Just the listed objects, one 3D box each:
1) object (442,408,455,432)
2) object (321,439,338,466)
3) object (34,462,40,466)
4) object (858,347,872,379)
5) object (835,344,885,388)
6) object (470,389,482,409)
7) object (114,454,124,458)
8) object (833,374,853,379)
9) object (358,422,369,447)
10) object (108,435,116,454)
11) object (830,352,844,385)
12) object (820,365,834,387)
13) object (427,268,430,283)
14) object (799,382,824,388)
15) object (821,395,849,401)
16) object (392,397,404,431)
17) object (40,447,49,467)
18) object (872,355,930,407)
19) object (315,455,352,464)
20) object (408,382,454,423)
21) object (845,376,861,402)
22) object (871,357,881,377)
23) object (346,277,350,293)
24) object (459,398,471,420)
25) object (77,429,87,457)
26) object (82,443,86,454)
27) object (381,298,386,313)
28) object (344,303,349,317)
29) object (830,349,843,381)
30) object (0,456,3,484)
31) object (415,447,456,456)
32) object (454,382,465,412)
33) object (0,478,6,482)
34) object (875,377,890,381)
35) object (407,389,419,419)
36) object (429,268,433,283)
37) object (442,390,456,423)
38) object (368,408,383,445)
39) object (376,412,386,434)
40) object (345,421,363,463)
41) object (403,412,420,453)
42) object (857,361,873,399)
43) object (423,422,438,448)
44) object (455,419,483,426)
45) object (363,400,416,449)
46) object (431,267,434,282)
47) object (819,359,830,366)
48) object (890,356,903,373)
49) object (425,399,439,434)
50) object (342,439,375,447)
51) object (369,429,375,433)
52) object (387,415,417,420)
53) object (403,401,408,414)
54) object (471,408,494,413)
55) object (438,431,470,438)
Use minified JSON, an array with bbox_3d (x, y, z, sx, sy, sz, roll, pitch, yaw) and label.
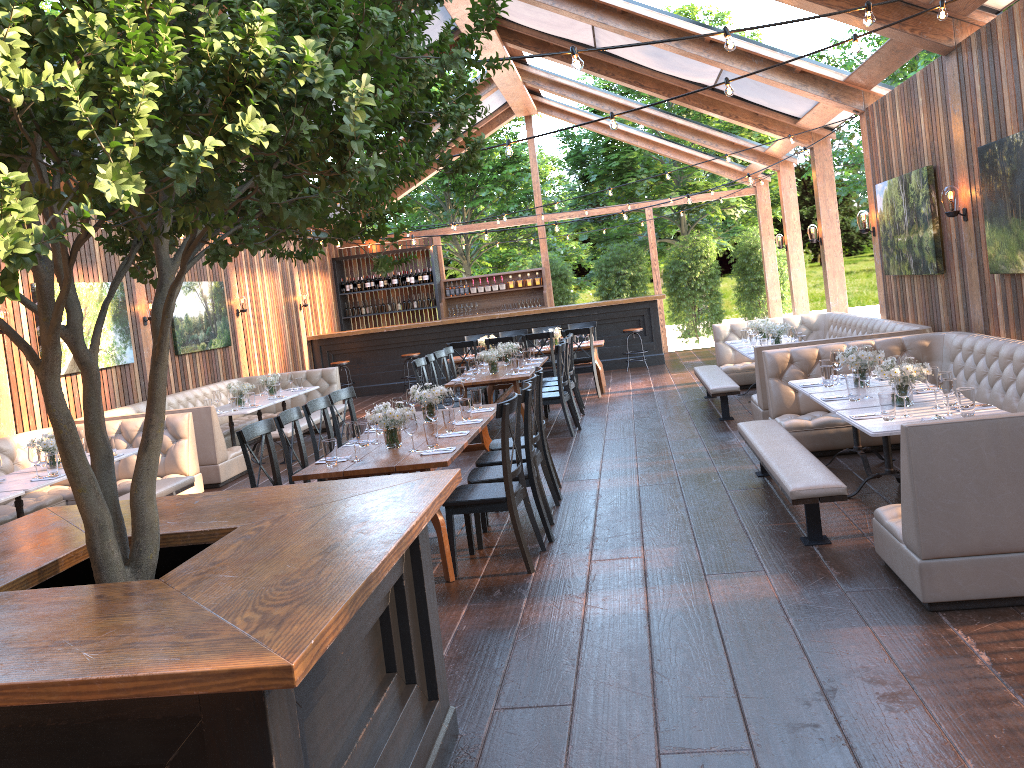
[{"bbox_3d":[-0.443,0.258,6.249,0.091,0.158,0.092,-6,3,14],"label":"object"},{"bbox_3d":[-1.117,0.423,5.446,0.091,0.158,0.092,-5,4,34],"label":"object"},{"bbox_3d":[-3.948,0.667,7.598,0.255,0.019,0.158,-6,6,8],"label":"object"},{"bbox_3d":[2.701,-0.160,6.772,0.092,0.244,0.092,-6,3,11],"label":"object"},{"bbox_3d":[2.523,-0.132,6.396,0.335,0.308,0.331,-5,5,24],"label":"object"},{"bbox_3d":[-0.293,0.126,7.342,0.091,0.158,0.092,-4,4,44],"label":"object"},{"bbox_3d":[-3.444,0.616,7.509,0.255,0.019,0.158,-6,6,8],"label":"object"},{"bbox_3d":[2.645,-0.064,6.999,0.157,0.019,0.256,-6,6,8],"label":"object"},{"bbox_3d":[-1.015,0.346,6.024,0.091,0.158,0.092,-5,4,34],"label":"object"},{"bbox_3d":[-3.481,0.533,7.671,0.092,0.158,0.092,-7,3,-6],"label":"object"},{"bbox_3d":[2.443,-0.116,6.650,0.093,0.244,0.092,-9,3,-34],"label":"object"},{"bbox_3d":[2.354,-0.057,6.598,0.092,0.158,0.092,-7,3,-6],"label":"object"},{"bbox_3d":[-1.781,-2.322,18.895,0.087,0.333,0.087,-7,2,-12],"label":"object"},{"bbox_3d":[2.333,-0.002,6.765,0.255,0.019,0.158,-6,6,8],"label":"object"},{"bbox_3d":[2.240,0.087,6.021,0.255,0.019,0.158,-6,6,8],"label":"object"},{"bbox_3d":[-0.843,0.224,6.608,0.093,0.244,0.092,-9,3,-40],"label":"object"},{"bbox_3d":[-3.927,0.612,7.431,0.092,0.158,0.092,-7,3,-6],"label":"object"},{"bbox_3d":[2.404,-0.019,5.445,0.335,0.308,0.331,-5,4,20],"label":"object"},{"bbox_3d":[-1.112,0.474,5.619,0.255,0.019,0.158,-6,6,8],"label":"object"},{"bbox_3d":[-0.636,0.139,6.881,0.328,0.308,0.338,-3,6,45],"label":"object"},{"bbox_3d":[2.258,0.033,5.848,0.092,0.158,0.092,-7,3,-6],"label":"object"},{"bbox_3d":[2.808,-0.137,6.843,0.092,0.158,0.092,-7,3,-6],"label":"object"},{"bbox_3d":[-3.530,-2.123,19.006,0.087,0.333,0.087,-7,2,-12],"label":"object"},{"bbox_3d":[-0.353,0.194,6.761,0.091,0.158,0.092,-5,4,34],"label":"object"},{"bbox_3d":[-3.759,0.520,7.704,0.093,0.244,0.092,-9,3,-34],"label":"object"},{"bbox_3d":[-3.807,0.559,7.801,0.091,0.158,0.092,-4,4,44],"label":"object"},{"bbox_3d":[-2.751,-1.680,18.903,0.094,0.308,0.094,-7,2,9],"label":"object"},{"bbox_3d":[-3.573,-1.601,19.086,0.094,0.308,0.094,-7,2,-6],"label":"object"},{"bbox_3d":[2.522,-0.149,6.871,0.093,0.244,0.092,-9,3,-34],"label":"object"},{"bbox_3d":[-3.931,0.641,6.739,0.093,0.244,0.092,-9,3,-34],"label":"object"},{"bbox_3d":[-0.479,0.413,5.475,0.255,0.019,0.158,-6,6,8],"label":"object"},{"bbox_3d":[-0.427,0.106,7.268,0.092,0.244,0.092,-6,3,11],"label":"object"},{"bbox_3d":[-4.041,0.756,6.854,0.255,0.019,0.158,-6,6,8],"label":"object"},{"bbox_3d":[2.834,-0.051,6.660,0.255,0.019,0.158,-6,6,8],"label":"object"},{"bbox_3d":[-0.803,0.161,7.177,0.092,0.244,0.093,-5,3,33],"label":"object"},{"bbox_3d":[-1.716,-2.297,18.733,0.075,0.302,0.076,-6,3,24],"label":"object"},{"bbox_3d":[-0.477,0.174,6.679,0.092,0.244,0.092,-6,3,11],"label":"object"},{"bbox_3d":[-0.940,0.293,6.087,0.092,0.244,0.092,-7,3,5],"label":"object"},{"bbox_3d":[-0.975,0.290,6.559,0.092,0.158,0.092,-8,3,-26],"label":"object"},{"bbox_3d":[-0.980,0.359,5.488,0.092,0.244,0.092,-7,3,-12],"label":"object"},{"bbox_3d":[-0.637,0.306,5.597,0.093,0.244,0.092,-9,3,-34],"label":"object"},{"bbox_3d":[2.355,-0.028,5.904,0.093,0.244,0.092,-9,3,-34],"label":"object"},{"bbox_3d":[-0.515,0.328,5.664,0.091,0.158,0.092,-6,3,24],"label":"object"},{"bbox_3d":[-0.346,0.282,6.581,0.255,0.019,0.158,-6,6,8],"label":"object"},{"bbox_3d":[-0.795,0.266,5.845,0.336,0.308,0.330,-7,4,3],"label":"object"},{"bbox_3d":[-1.698,-2.321,18.842,0.081,0.323,0.081,-7,2,-14],"label":"object"},{"bbox_3d":[2.474,-0.110,6.968,0.091,0.158,0.092,-4,4,44],"label":"object"},{"bbox_3d":[2.604,-0.066,5.984,0.093,0.244,0.092,-9,3,-34],"label":"object"},{"bbox_3d":[-0.554,0.235,6.184,0.092,0.244,0.092,-7,3,5],"label":"object"},{"bbox_3d":[-1.050,0.410,6.197,0.255,0.019,0.158,-6,6,8],"label":"object"},{"bbox_3d":[-0.977,0.342,6.729,0.255,0.019,0.158,-6,6,8],"label":"object"},{"bbox_3d":[-0.903,0.273,7.310,0.255,0.019,0.158,-6,6,8],"label":"object"},{"bbox_3d":[-0.881,0.219,7.128,0.091,0.158,0.092,-4,4,44],"label":"object"},{"bbox_3d":[-0.272,0.213,7.158,0.255,0.019,0.158,-6,6,8],"label":"object"},{"bbox_3d":[-0.422,0.344,6.076,0.255,0.019,0.158,-6,6,8],"label":"object"}]
